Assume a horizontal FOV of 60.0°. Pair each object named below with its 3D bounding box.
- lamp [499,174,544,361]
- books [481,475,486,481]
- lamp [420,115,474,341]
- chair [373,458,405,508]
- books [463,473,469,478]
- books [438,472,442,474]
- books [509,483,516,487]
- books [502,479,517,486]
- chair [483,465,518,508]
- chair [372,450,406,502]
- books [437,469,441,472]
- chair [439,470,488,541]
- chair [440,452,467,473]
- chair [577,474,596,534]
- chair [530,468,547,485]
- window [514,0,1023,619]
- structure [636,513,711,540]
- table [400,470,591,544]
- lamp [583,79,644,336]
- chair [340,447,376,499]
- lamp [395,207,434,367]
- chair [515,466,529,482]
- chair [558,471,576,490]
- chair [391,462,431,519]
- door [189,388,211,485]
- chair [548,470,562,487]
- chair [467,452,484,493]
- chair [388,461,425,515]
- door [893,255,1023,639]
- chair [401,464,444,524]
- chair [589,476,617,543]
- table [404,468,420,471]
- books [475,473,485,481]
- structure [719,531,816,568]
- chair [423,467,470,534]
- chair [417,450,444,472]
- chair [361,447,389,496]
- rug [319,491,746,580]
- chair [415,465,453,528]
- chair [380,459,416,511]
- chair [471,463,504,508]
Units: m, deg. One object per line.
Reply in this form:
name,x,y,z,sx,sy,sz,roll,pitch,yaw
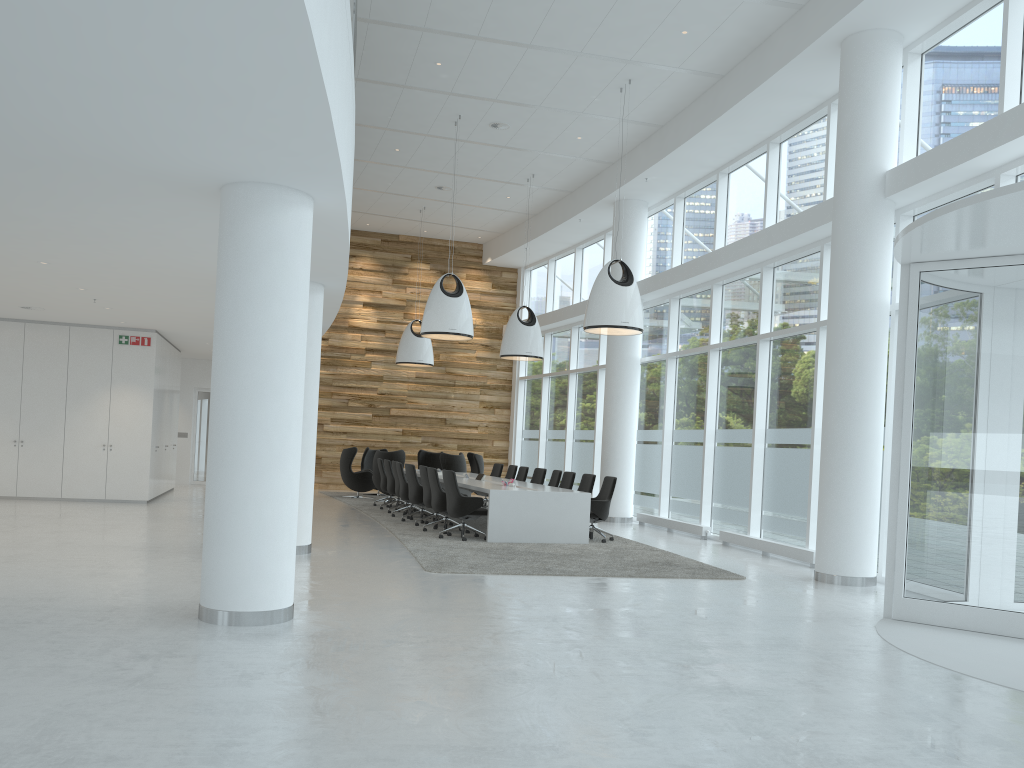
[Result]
lamp,0.281,-2.318,17.567,0.883,3.645,0.885,3,0,26
books,-0.591,1.722,15.745,0.158,0.241,0.352,3,-3,-18
lamp,-0.982,-2.588,14.623,0.883,3.645,0.885,3,0,28
chair,-2.427,1.991,17.840,0.674,0.966,0.685,3,-1,-13
books,-0.801,1.735,16.031,0.154,0.238,0.190,3,-2,-18
books,-1.466,1.742,17.380,0.224,0.026,0.264,3,-4,-8
books,0.039,1.606,13.386,0.144,0.226,0.203,3,-2,-19
books,-0.050,1.625,13.877,0.230,0.275,0.598,3,-3,3
chair,-0.226,2.093,17.703,0.674,0.966,0.685,3,-1,-18
chair,-2.585,1.990,19.261,0.913,1.152,0.918,3,-2,2
books,-1.441,1.844,18.029,0.153,0.241,0.182,3,-2,-17
chair,-0.688,1.706,12.512,0.675,0.966,0.685,3,-1,-23
chair,-1.451,2.071,19.595,0.916,1.152,0.916,2,-2,32
chair,0.971,1.892,13.975,0.674,0.966,0.685,3,-1,-18
chair,0.282,2.016,16.239,0.675,0.966,0.685,3,-1,-23
window,-18.036,-1.613,14.639,62.832,6.136,30.908,1,-4,22
structure,2.792,2.476,15.492,0.150,0.213,2.691,3,-4,-16
table,-0.599,2.039,15.527,1.502,0.738,6.560,4,-4,-17
lamp,1.564,-2.579,12.910,0.883,3.645,0.885,3,0,28
chair,-3.427,2.002,20.030,0.919,1.152,0.913,4,-2,-28
lamp,-2.144,-2.244,20.366,0.883,3.645,0.885,3,0,21
chair,-0.021,2.048,16.915,0.674,0.966,0.685,3,-1,-18
chair,0.712,1.933,14.753,0.674,0.966,0.685,3,-1,-18
chair,-1.751,1.864,15.543,0.674,0.966,0.685,3,-1,-13
door,-7.044,1.346,22.147,1.807,2.400,0.132,3,0,-15
chair,0.540,1.977,15.497,0.674,0.966,0.685,3,-1,-13
chair,-1.131,2.171,20.792,0.919,1.152,0.913,4,-2,-28
chair,-1.924,1.908,16.287,0.674,0.966,0.685,3,-1,-18
door,5.083,0.501,6.541,2.997,3.108,3.000,3,-2,-8
chair,-1.494,1.825,14.801,0.675,0.966,0.685,3,-1,-23
chair,1.215,1.850,13.199,0.674,0.966,0.685,3,-1,-13
table,-2.329,2.305,20.374,0.799,0.696,0.801,3,-2,7
books,-0.600,1.702,15.721,0.139,0.229,0.357,3,-3,-18
structure,3.582,2.300,12.416,0.150,0.213,2.692,3,-4,-13
chair,-0.985,1.748,13.336,0.674,0.966,0.685,3,-1,-18
chair,-2.063,2.176,21.532,0.913,1.152,0.918,3,-2,2
chair,-3.172,2.095,21.174,0.916,1.152,0.916,2,-2,32
rug,-0.867,2.416,15.803,3.943,0.010,13.456,4,-4,-17
chair,-1.190,1.793,14.125,0.674,0.966,0.685,3,-1,-18
chair,-2.182,1.949,17.064,0.674,0.966,0.685,3,-1,-18
chair,-0.524,2.135,18.528,0.675,0.966,0.685,3,-1,-23
